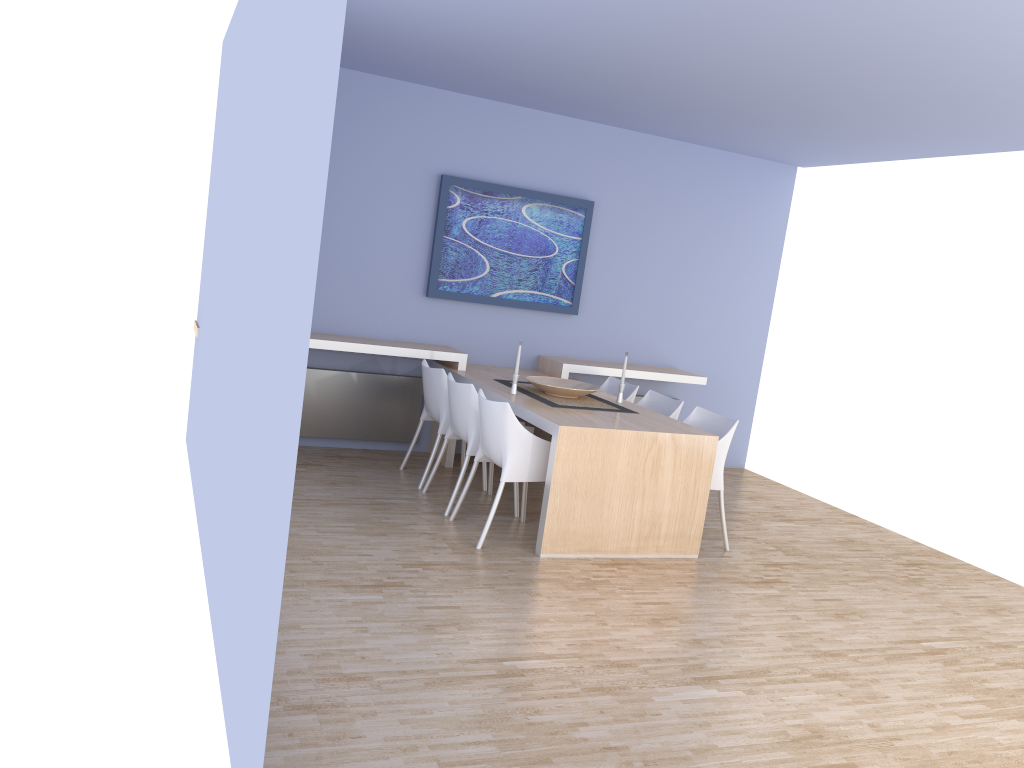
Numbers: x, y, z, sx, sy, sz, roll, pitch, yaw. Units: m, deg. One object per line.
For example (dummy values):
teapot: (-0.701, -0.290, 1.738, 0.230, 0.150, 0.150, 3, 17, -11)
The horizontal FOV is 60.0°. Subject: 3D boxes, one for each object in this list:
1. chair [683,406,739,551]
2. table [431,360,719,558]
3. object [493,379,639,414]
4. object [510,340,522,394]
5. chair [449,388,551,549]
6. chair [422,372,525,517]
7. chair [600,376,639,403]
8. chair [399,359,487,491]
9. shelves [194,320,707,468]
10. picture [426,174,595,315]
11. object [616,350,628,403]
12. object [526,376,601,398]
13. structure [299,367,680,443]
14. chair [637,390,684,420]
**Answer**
chair: (1.053, 0.553, 5.428, 0.486, 0.793, 0.510, 5, 8, -23)
table: (0.229, 0.410, 5.931, 1.002, 0.718, 2.340, 5, 8, -23)
object: (0.326, 0.074, 5.791, 0.594, 0.005, 0.986, 5, 8, -23)
object: (0.033, -0.111, 5.542, 0.045, 0.349, 0.045, 10, 8, 19)
chair: (-0.003, 0.463, 4.987, 0.486, 0.793, 0.510, 5, 8, -23)
chair: (-0.214, 0.365, 5.512, 0.486, 0.793, 0.510, 5, 8, -23)
chair: (0.617, 0.351, 6.510, 0.486, 0.793, 0.510, 5, 8, -23)
chair: (-0.425, 0.267, 6.037, 0.486, 0.793, 0.510, 5, 8, -23)
shelves: (-0.358, 0.168, 6.679, 3.901, 0.840, 0.463, 5, 8, -23)
picture: (0.003, -1.043, 6.797, 1.252, 0.901, 0.049, 5, 8, -23)
object: (0.732, -0.051, 5.834, 0.045, 0.349, 0.045, 5, 8, -23)
object: (0.328, 0.032, 5.787, 0.493, 0.081, 0.493, 7, 7, -4)
structure: (-0.375, 0.226, 6.881, 3.843, 0.503, 0.064, 5, 8, -23)
chair: (0.833, 0.451, 5.973, 0.486, 0.793, 0.510, 5, 8, -22)
